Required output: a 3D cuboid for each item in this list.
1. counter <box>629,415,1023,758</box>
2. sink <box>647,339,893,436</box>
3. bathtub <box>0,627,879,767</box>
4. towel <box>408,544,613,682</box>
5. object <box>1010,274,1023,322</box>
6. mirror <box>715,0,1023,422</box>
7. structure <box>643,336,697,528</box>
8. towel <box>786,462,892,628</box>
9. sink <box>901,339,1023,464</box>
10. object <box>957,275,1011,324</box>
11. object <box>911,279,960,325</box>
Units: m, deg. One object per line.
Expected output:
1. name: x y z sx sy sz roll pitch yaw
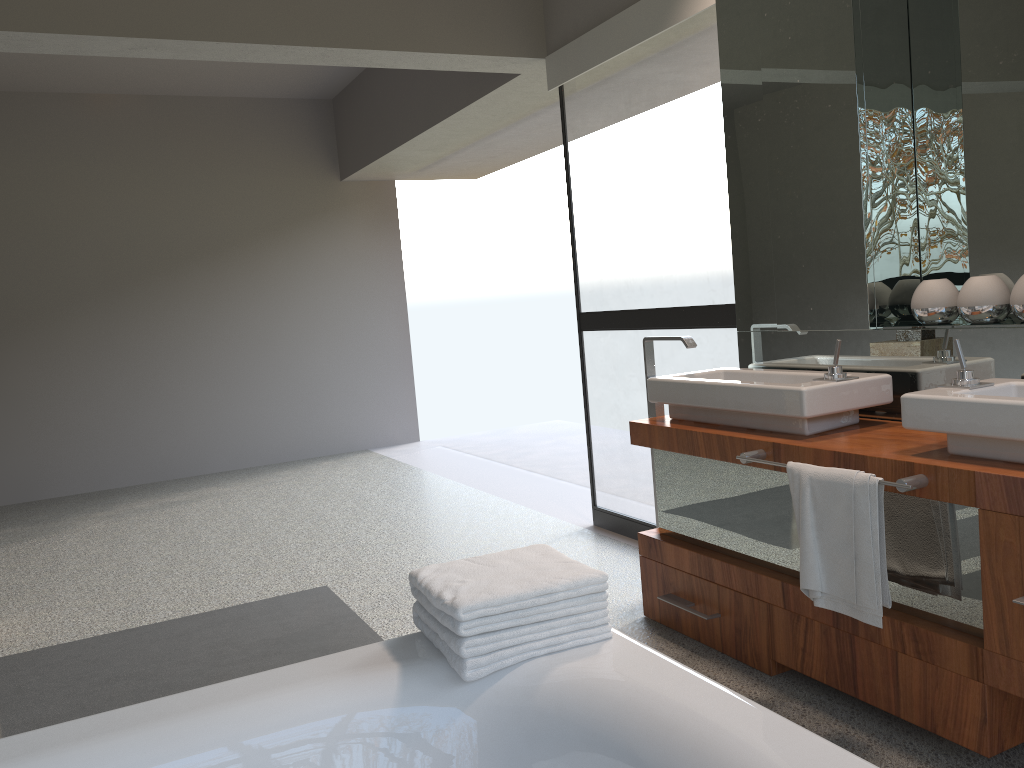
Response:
1. counter: 1.019 0.499 2.409 0.525 0.704 1.849 -7 6 -26
2. sink: 0.794 -0.010 2.853 0.352 0.266 0.750 -7 6 -26
3. bathtub: -0.458 0.861 0.960 1.959 0.504 1.328 -7 6 -26
4. towel: -0.013 0.437 1.763 0.322 0.145 0.305 -7 5 -23
5. object: 1.385 -0.229 2.328 0.136 0.130 0.136 -4 5 16
6. mirror: 1.277 -0.686 2.466 0.253 1.616 1.791 -7 5 -26
7. structure: 0.601 0.318 3.257 0.069 0.988 0.303 -7 5 -26
8. towel: 0.799 0.389 2.212 0.079 0.368 0.302 -7 5 -25
9. sink: 1.266 0.035 1.903 0.352 0.266 0.750 -7 6 -26
10. object: 1.315 -0.235 2.469 0.136 0.130 0.136 -4 5 16
11. object: 1.246 -0.242 2.606 0.136 0.130 0.136 -4 5 16
